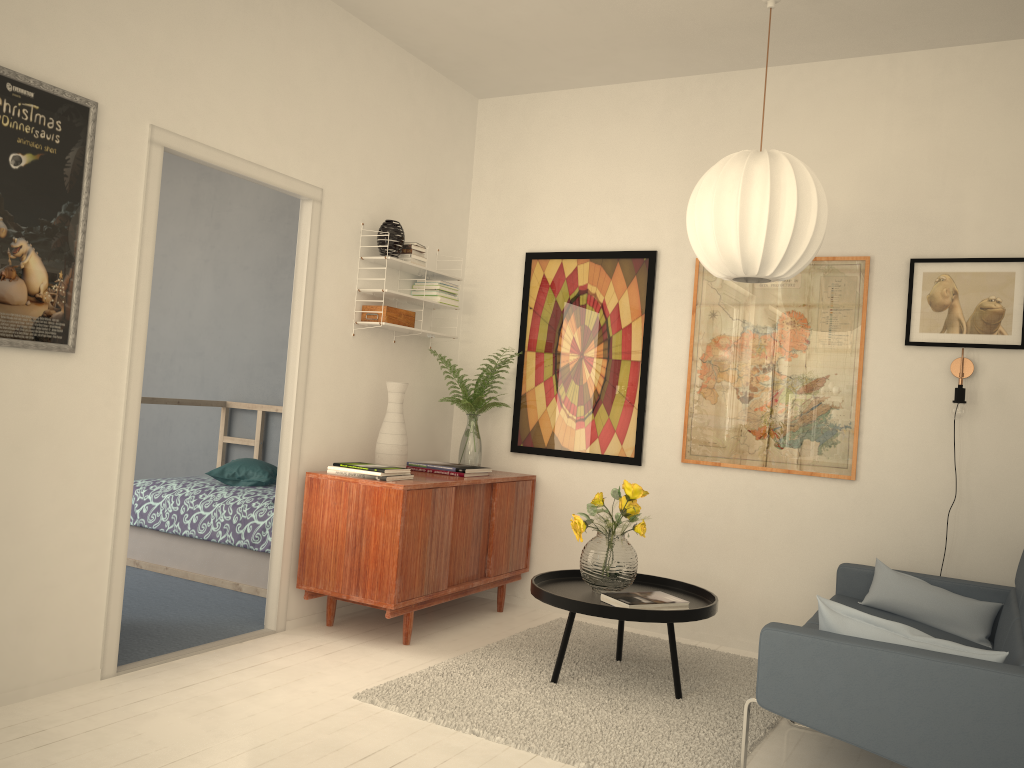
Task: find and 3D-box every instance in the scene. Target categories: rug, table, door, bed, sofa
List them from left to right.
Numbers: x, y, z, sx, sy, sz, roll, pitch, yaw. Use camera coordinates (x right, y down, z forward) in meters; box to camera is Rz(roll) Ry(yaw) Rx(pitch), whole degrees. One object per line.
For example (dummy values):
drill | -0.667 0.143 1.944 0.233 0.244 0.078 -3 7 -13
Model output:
door | -1.565 0.059 3.860 0.882 2.033 0.955 4 -2 29
bed | -1.489 0.623 5.240 1.656 0.974 0.933 4 -2 28
rug | 0.404 1.221 3.613 1.304 0.012 1.660 4 -1 30
table | 0.445 1.033 3.653 0.761 0.386 0.760 3 -2 44
sofa | 1.478 0.912 3.099 0.964 0.773 1.602 4 -2 29

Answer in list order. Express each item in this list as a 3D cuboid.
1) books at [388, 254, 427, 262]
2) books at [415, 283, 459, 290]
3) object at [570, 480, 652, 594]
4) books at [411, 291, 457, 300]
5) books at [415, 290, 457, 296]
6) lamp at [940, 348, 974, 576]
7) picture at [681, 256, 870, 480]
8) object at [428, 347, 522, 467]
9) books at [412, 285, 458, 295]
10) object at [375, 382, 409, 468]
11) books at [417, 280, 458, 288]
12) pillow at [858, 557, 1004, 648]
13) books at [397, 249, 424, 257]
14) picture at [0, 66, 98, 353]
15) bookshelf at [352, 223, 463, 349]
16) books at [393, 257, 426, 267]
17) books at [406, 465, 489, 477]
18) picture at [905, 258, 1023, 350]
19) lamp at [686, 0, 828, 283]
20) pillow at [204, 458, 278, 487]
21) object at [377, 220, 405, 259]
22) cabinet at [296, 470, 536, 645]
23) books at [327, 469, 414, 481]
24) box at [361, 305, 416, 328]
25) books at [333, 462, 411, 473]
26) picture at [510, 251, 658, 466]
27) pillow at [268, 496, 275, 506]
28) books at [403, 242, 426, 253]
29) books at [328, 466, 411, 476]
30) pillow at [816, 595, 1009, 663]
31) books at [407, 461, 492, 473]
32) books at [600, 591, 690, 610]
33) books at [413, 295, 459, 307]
books | -0.539 -0.645 4.548 0.158 0.019 0.131 4 -1 30
books | -0.408 -0.528 4.815 0.153 0.013 0.197 4 -1 31
object | 0.409 0.638 3.735 0.361 0.471 0.291 5 -2 -23
books | -0.421 -0.479 4.809 0.168 0.021 0.197 4 -1 31
books | -0.412 -0.494 4.823 0.147 0.012 0.195 4 -1 26
lamp | 1.811 0.539 3.940 0.360 1.416 0.112 4 -2 29
picture | 1.274 -0.099 4.350 0.838 1.053 0.012 4 -2 29
object | -0.193 0.135 4.892 0.476 0.686 0.398 4 -2 30
books | -0.415 -0.511 4.809 0.173 0.023 0.190 4 -1 28
object | -0.583 0.214 4.368 0.158 0.445 0.160 5 -2 -22
books | -0.402 -0.541 4.811 0.147 0.016 0.195 4 -1 26
pillow | 1.732 0.898 3.680 0.540 0.277 0.157 4 -2 30
books | -0.549 -0.668 4.547 0.155 0.024 0.136 4 -1 21
picture | -1.588 -0.553 2.817 0.020 0.869 0.525 4 -2 29
bookshelf | -0.520 -0.490 4.621 0.184 0.565 0.695 4 -2 29
books | -0.549 -0.622 4.549 0.159 0.028 0.146 4 -1 25
books | -0.341 0.450 4.609 0.371 0.022 0.259 4 -1 29
picture | 2.029 -0.362 3.960 0.481 0.402 0.015 4 -2 29
lamp | 0.996 -1.023 3.523 0.536 1.229 0.536 5 -2 -28
pillow | -1.542 0.519 5.219 0.378 0.153 0.415 4 -1 5
object | -0.602 -0.716 4.402 0.139 0.200 0.139 5 -2 -17
cabinet | -0.432 0.816 4.466 0.546 0.727 1.262 4 -2 29
books | -0.647 0.415 4.074 0.320 0.020 0.237 4 -1 25
box | -0.621 -0.337 4.461 0.152 0.084 0.265 4 -2 29
books | -0.643 0.383 4.074 0.311 0.015 0.192 4 -2 32
picture | 0.379 -0.158 4.834 0.778 1.134 0.018 4 -2 29
pillow | -1.109 0.499 4.846 0.237 0.338 0.437 4 -2 26
books | -0.539 -0.697 4.537 0.178 0.036 0.145 4 -1 22
books | -0.654 0.398 4.079 0.296 0.015 0.240 4 -1 28
pillow | 1.123 0.815 2.562 0.534 0.353 0.141 4 -2 28
books | -0.325 0.431 4.608 0.368 0.020 0.254 4 -1 31
books | 0.527 0.863 3.521 0.289 0.031 0.200 5 -1 -27
books | -0.414 -0.449 4.812 0.179 0.038 0.190 4 -1 28
